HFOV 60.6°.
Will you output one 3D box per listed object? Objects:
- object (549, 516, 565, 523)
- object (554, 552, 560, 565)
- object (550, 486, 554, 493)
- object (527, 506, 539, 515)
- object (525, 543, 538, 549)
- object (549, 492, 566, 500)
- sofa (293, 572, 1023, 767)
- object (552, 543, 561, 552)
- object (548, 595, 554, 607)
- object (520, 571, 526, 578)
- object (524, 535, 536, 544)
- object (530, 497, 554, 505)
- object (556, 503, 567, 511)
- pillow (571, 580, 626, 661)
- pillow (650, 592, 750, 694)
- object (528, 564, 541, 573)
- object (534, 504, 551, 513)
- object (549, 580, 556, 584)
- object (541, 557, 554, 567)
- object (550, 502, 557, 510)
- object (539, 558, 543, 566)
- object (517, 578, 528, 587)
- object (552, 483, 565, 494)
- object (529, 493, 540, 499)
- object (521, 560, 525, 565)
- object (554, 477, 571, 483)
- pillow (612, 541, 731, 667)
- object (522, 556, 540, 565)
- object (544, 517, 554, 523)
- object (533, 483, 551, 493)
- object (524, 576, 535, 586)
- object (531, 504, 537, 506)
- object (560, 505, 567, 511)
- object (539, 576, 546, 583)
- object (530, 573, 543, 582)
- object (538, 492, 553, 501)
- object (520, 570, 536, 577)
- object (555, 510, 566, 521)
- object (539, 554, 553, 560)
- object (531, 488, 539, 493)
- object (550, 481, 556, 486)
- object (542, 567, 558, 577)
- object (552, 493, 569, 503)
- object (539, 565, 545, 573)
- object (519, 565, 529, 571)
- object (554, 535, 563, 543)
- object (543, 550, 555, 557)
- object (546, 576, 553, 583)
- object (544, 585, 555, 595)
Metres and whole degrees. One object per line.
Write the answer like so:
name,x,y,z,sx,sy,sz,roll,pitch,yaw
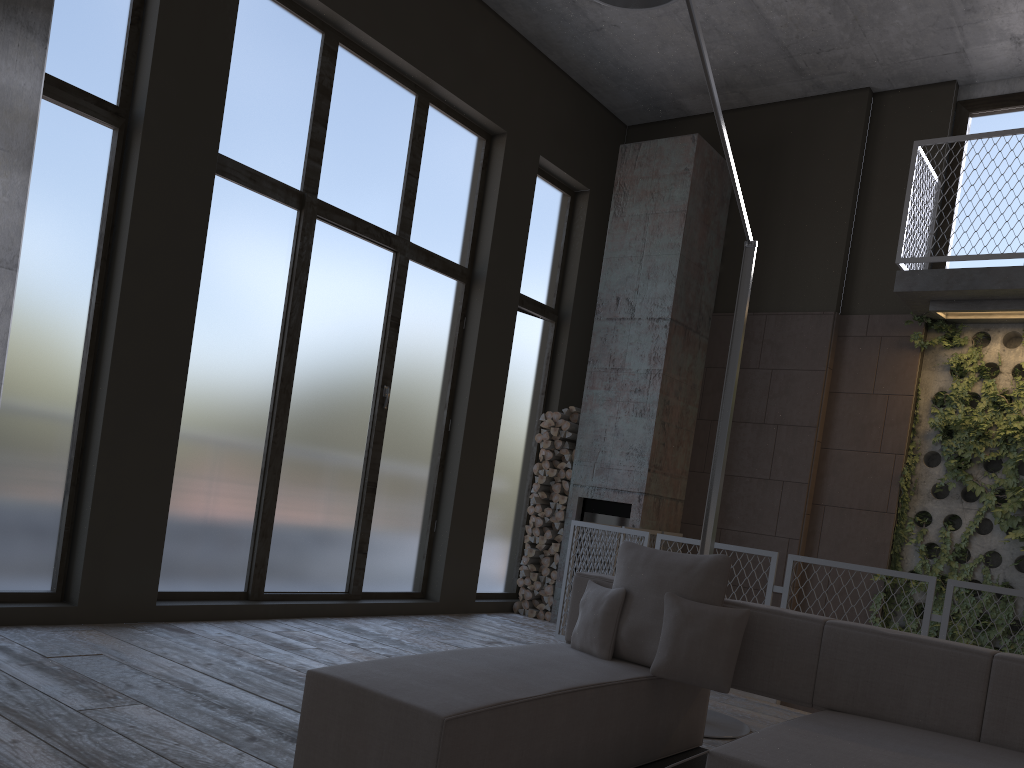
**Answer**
object,0.519,1.331,8.545,0.121,0.067,0.369,4,-8,38
object,0.537,1.698,8.472,0.063,0.125,0.369,8,-5,39
object,0.499,1.066,8.689,0.103,0.102,0.296,6,-7,38
object,0.318,1.274,8.740,0.091,0.092,0.444,6,-7,38
object,0.262,1.655,8.773,0.069,0.117,0.370,7,-6,38
object,0.516,1.119,8.628,0.100,0.086,0.368,5,-7,38
sofa,0.728,1.145,2.540,2.974,0.782,3.057,3,-9,37
object,0.558,1.594,8.510,0.093,0.083,0.487,5,-7,38
object,0.479,2.096,8.480,0.063,0.125,0.369,8,-5,39
object,0.231,1.913,8.726,0.066,0.085,0.431,7,-7,40
object,0.280,1.554,8.754,0.079,0.107,0.443,7,-6,37
object,0.336,1.159,8.608,0.071,0.072,0.429,6,-7,38
object,0.579,1.210,8.531,0.067,0.067,0.429,6,-7,38
pillow,0.399,1.112,4.099,0.152,0.375,0.368,8,-3,-19
pillow,0.795,1.094,3.708,0.375,0.372,0.170,8,0,11
object,0.325,1.834,8.695,0.114,0.079,0.441,5,-8,38
object,0.393,1.249,8.690,0.090,0.089,0.462,6,-7,38
object,0.450,1.905,8.429,0.062,0.048,0.254,5,-8,36
object,0.408,1.727,8.527,0.097,0.106,0.298,6,-6,37
object,0.515,1.209,8.579,0.066,0.067,0.429,6,-7,38
object,0.396,1.774,8.703,0.103,0.102,0.296,6,-7,38
object,0.215,1.983,8.754,0.091,0.092,0.444,6,-7,38
object,0.511,1.019,8.513,0.097,0.106,0.298,6,-6,37
object,0.326,1.130,8.710,0.121,0.067,0.369,4,-8,36
object,0.241,1.776,8.751,0.066,0.071,0.429,6,-7,38
object,0.536,0.950,8.539,0.088,0.056,0.337,4,-8,38
pillow,0.668,1.002,3.945,0.558,0.556,0.224,6,-2,40
object,0.274,1.753,8.691,0.090,0.089,0.462,6,-7,39
object,0.440,1.341,8.610,0.064,0.074,0.365,6,-7,36
object,0.377,1.045,8.676,0.090,0.089,0.462,6,-7,39
object,0.290,1.958,8.704,0.090,0.089,0.462,6,-7,38
object,0.334,1.205,8.712,0.066,0.085,0.431,7,-7,40
object,0.553,1.196,8.415,0.062,0.048,0.254,5,-8,36
object,0.412,1.917,8.594,0.066,0.067,0.429,6,-7,38
object,0.353,1.904,8.637,0.093,0.083,0.487,5,-7,38
object,0.428,1.126,8.681,0.114,0.079,0.441,5,-8,38
object,0.233,1.867,8.622,0.071,0.072,0.429,6,-7,38
object,0.537,1.270,8.421,0.100,0.102,0.297,6,-7,37
object,0.395,1.700,8.611,0.064,0.074,0.364,6,-7,39
object,0.344,1.067,8.736,0.066,0.071,0.429,6,-7,38
object,0.498,0.991,8.597,0.064,0.074,0.364,6,-7,39
object,0.457,1.841,8.575,0.091,0.093,0.444,6,-7,38
object,0.560,1.132,8.561,0.091,0.093,0.444,6,-7,38
object,0.413,1.827,8.642,0.100,0.086,0.368,5,-7,38
object,0.223,1.838,8.724,0.121,0.067,0.369,4,-8,36
object,0.578,1.519,8.532,0.114,0.079,0.441,5,-8,37
object,0.433,1.658,8.553,0.088,0.056,0.337,4,-8,38
object,0.476,1.918,8.545,0.067,0.067,0.429,6,-7,38
object,0.434,1.979,8.436,0.100,0.102,0.297,6,-7,37
